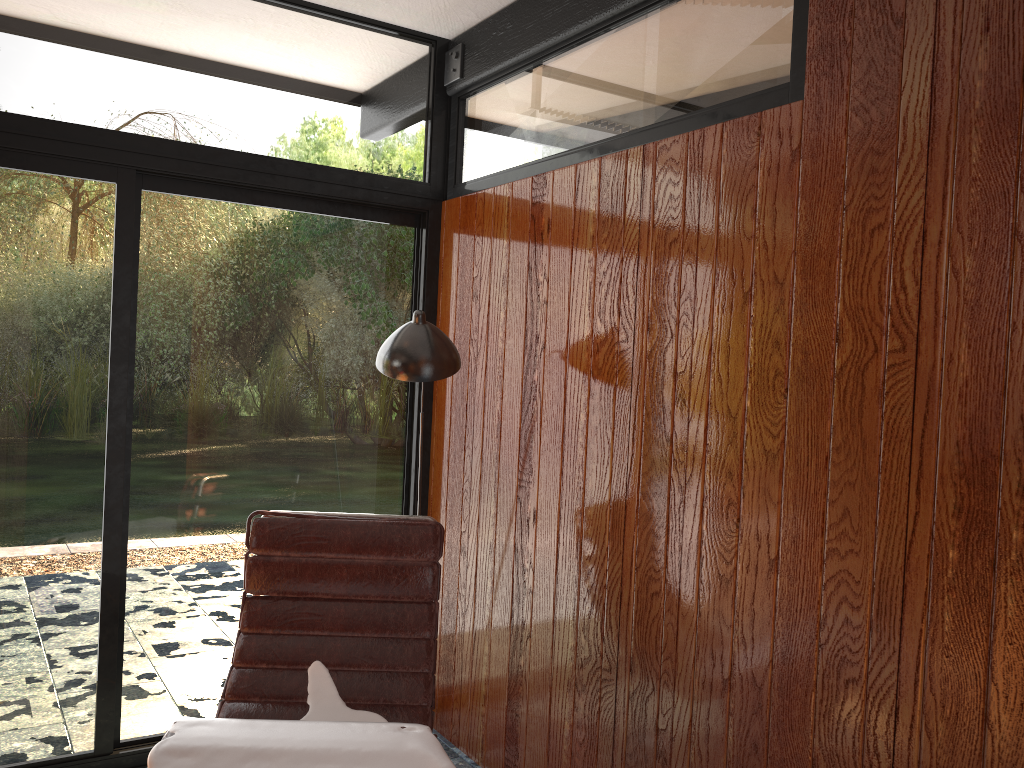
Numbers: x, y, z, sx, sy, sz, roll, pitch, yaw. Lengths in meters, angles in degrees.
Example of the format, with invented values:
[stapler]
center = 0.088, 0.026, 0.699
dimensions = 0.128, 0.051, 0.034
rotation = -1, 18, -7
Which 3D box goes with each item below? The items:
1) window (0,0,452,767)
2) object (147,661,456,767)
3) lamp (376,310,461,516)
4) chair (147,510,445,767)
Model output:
[window]
center = -1.225, -0.047, 2.842
dimensions = 2.260, 2.580, 0.085
rotation = 2, 1, -32
[object]
center = -0.445, 0.990, 1.975
dimensions = 0.713, 0.489, 0.897
rotation = 3, 1, 26
[lamp]
center = -0.391, 0.527, 2.829
dimensions = 0.410, 1.514, 0.595
rotation = 2, 1, -23
[chair]
center = -0.474, 0.851, 2.103
dimensions = 0.593, 0.886, 1.298
rotation = 3, 1, -4
